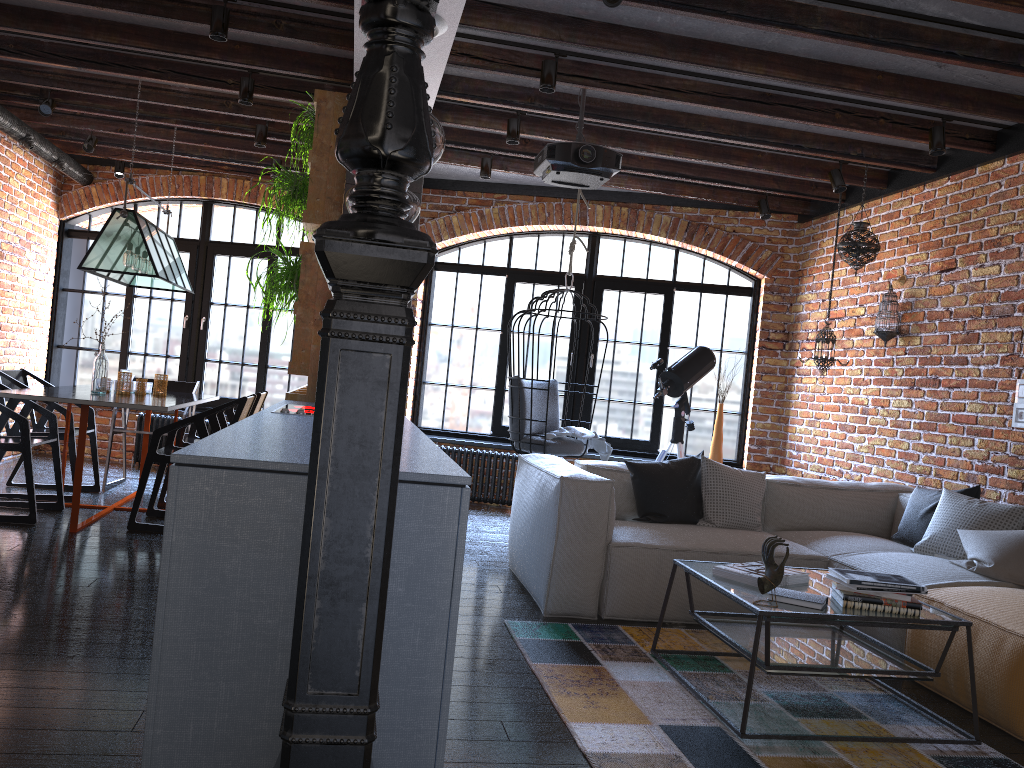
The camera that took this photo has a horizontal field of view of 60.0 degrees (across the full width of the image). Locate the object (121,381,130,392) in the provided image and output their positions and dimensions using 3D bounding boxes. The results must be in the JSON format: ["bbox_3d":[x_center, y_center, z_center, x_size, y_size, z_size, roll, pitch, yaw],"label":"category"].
[{"bbox_3d":[-2.506,0.021,5.747,0.060,0.073,0.060,6,0,21],"label":"object"}]

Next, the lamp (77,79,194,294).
[{"bbox_3d":[-2.362,-1.293,5.798,0.465,1.267,1.258,6,0,-10],"label":"lamp"}]

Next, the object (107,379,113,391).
[{"bbox_3d":[-2.652,0.007,5.812,0.060,0.073,0.060,6,0,21],"label":"object"}]

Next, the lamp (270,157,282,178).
[{"bbox_3d":[-1.905,-1.774,7.199,0.082,0.184,0.112,5,0,-42],"label":"lamp"}]

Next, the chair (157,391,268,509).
[{"bbox_3d":[-2.036,0.433,6.111,0.610,0.818,0.495,6,0,-10],"label":"chair"}]

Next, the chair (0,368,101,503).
[{"bbox_3d":[-3.099,0.329,5.917,0.610,0.818,0.495,6,0,-10],"label":"chair"}]

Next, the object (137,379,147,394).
[{"bbox_3d":[-2.425,0.016,5.811,0.061,0.099,0.061,6,0,-4],"label":"object"}]

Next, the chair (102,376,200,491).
[{"bbox_3d":[-2.668,0.370,6.601,0.495,0.818,0.610,6,0,-10],"label":"chair"}]

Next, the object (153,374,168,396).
[{"bbox_3d":[-2.319,0.006,5.853,0.086,0.140,0.086,5,0,-21],"label":"object"}]

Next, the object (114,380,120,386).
[{"bbox_3d":[-2.593,0.013,5.843,0.060,0.073,0.060,6,0,21],"label":"object"}]

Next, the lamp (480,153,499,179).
[{"bbox_3d":[-0.169,-1.602,6.514,0.121,0.184,0.082,6,0,-17],"label":"lamp"}]

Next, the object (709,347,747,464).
[{"bbox_3d":[1.776,0.169,7.319,0.270,1.054,0.299,6,0,10],"label":"object"}]

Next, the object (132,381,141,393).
[{"bbox_3d":[-2.504,0.021,5.911,0.060,0.073,0.060,6,0,42],"label":"object"}]

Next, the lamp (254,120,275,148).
[{"bbox_3d":[-1.737,-1.756,6.219,0.124,0.184,0.082,5,0,-26],"label":"lamp"}]

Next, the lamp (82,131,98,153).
[{"bbox_3d":[-3.281,-1.898,6.917,0.093,0.206,0.160,6,0,-14],"label":"lamp"}]

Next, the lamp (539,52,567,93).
[{"bbox_3d":[0.204,-1.563,4.456,0.119,0.184,0.082,6,0,-14],"label":"lamp"}]

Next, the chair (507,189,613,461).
[{"bbox_3d":[0.340,-0.546,6.157,0.682,2.220,0.802,6,0,35],"label":"chair"}]

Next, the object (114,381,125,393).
[{"bbox_3d":[-2.517,0.020,5.683,0.060,0.073,0.060,6,0,21],"label":"object"}]

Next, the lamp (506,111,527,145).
[{"bbox_3d":[0.020,-1.580,5.469,0.116,0.188,0.083,6,0,43],"label":"lamp"}]

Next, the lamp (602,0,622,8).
[{"bbox_3d":[0.399,-1.534,3.419,0.092,0.201,0.162,6,0,6],"label":"lamp"}]

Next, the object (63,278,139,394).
[{"bbox_3d":[-2.471,-0.295,5.395,0.443,0.708,0.194,6,0,5],"label":"object"}]

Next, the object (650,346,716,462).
[{"bbox_3d":[1.163,0.420,6.620,0.570,1.471,0.616,6,0,16],"label":"object"}]

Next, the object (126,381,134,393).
[{"bbox_3d":[-2.528,0.019,5.849,0.060,0.073,0.060,6,0,21],"label":"object"}]

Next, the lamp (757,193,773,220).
[{"bbox_3d":[1.964,-1.381,6.897,0.093,0.208,0.134,5,0,-35],"label":"lamp"}]

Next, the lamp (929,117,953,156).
[{"bbox_3d":[2.331,-1.349,4.844,0.085,0.194,0.113,5,0,-39],"label":"lamp"}]

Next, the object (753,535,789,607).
[{"bbox_3d":[0.855,0.611,2.903,0.099,0.223,0.093,6,0,29],"label":"object"}]

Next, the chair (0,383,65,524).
[{"bbox_3d":[-2.958,0.343,5.136,0.610,0.818,0.495,6,0,-10],"label":"chair"}]

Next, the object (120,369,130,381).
[{"bbox_3d":[-2.562,-0.058,5.872,0.060,0.073,0.060,5,0,-33],"label":"object"}]

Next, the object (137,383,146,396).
[{"bbox_3d":[-2.353,0.033,5.625,0.049,0.080,0.049,5,0,-27],"label":"object"}]

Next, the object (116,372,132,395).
[{"bbox_3d":[-2.438,-0.005,5.576,0.086,0.140,0.086,5,0,-38],"label":"object"}]

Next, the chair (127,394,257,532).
[{"bbox_3d":[-1.895,0.448,5.331,0.610,0.818,0.495,6,0,-10],"label":"chair"}]

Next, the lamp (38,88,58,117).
[{"bbox_3d":[-3.104,-1.882,5.941,0.093,0.201,0.162,6,0,-17],"label":"lamp"}]

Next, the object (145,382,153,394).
[{"bbox_3d":[-2.460,0.026,5.985,0.060,0.073,0.060,6,0,21],"label":"object"}]

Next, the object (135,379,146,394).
[{"bbox_3d":[-2.401,0.019,5.730,0.061,0.099,0.061,6,0,27],"label":"object"}]

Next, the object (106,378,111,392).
[{"bbox_3d":[-2.580,0.007,5.633,0.054,0.087,0.054,6,0,22],"label":"object"}]

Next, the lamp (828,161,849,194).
[{"bbox_3d":[2.149,-1.361,5.852,0.090,0.208,0.133,5,0,-43],"label":"lamp"}]
